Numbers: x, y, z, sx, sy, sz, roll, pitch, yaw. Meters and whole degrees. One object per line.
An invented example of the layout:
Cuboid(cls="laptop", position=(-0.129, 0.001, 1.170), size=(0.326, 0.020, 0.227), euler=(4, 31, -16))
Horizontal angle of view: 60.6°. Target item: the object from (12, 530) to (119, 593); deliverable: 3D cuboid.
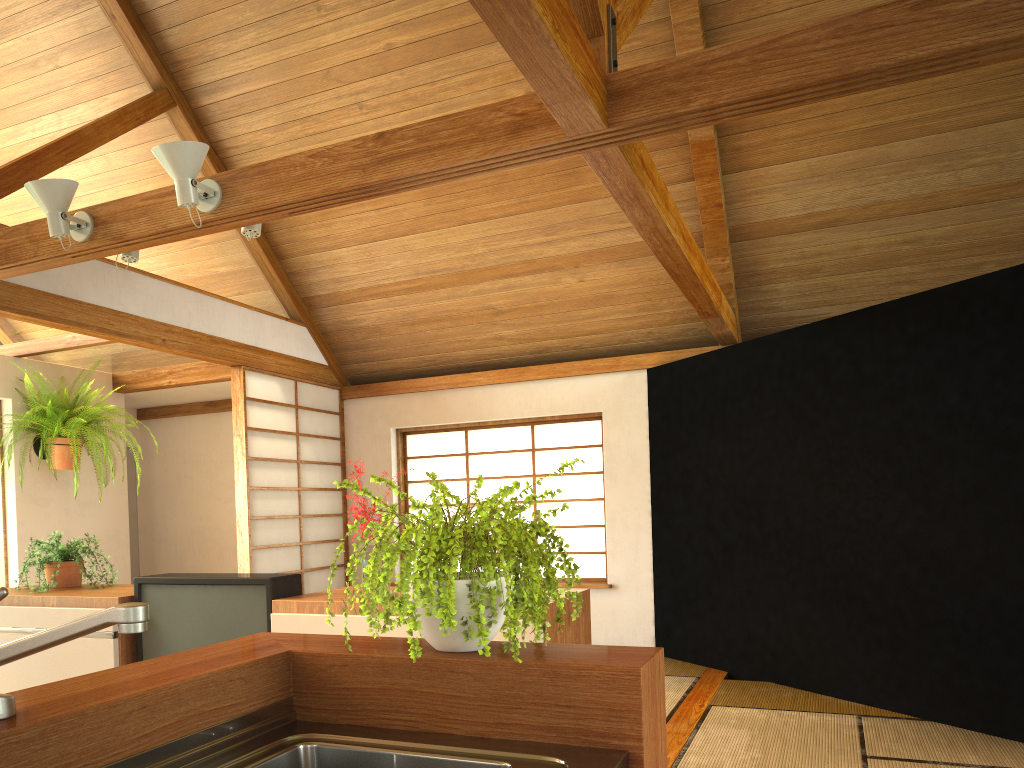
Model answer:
Cuboid(cls="object", position=(-2.042, 0.846, 3.951), size=(0.477, 0.375, 0.601), euler=(-1, -6, -17))

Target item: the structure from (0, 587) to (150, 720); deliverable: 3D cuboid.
Cuboid(cls="structure", position=(-0.601, 0.319, 0.960), size=(0.432, 0.175, 0.226), euler=(-8, -7, 40))

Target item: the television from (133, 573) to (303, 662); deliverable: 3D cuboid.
Cuboid(cls="television", position=(-1.066, 1.007, 3.431), size=(0.678, 0.538, 0.466), euler=(-4, -4, 23))

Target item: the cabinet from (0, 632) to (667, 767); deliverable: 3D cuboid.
Cuboid(cls="cabinet", position=(-0.576, 0.777, 0.472), size=(0.886, 0.874, 2.656), euler=(-3, -7, 20))

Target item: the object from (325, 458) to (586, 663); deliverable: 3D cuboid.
Cuboid(cls="object", position=(-0.094, 0.316, 1.579), size=(0.420, 0.350, 0.535), euler=(2, -7, -42))

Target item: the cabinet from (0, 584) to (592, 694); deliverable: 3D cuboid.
Cuboid(cls="cabinet", position=(-1.070, 1.178, 3.405), size=(2.806, 0.738, 0.527), euler=(-5, -4, 25))

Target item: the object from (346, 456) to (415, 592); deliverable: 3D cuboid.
Cuboid(cls="object", position=(-0.504, 0.510, 3.188), size=(0.241, 0.499, 0.222), euler=(-2, -1, 29))

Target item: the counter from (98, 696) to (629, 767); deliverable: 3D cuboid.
Cuboid(cls="counter", position=(-0.533, 0.487, 0.340), size=(0.651, 0.168, 2.466), euler=(-5, -8, 20))

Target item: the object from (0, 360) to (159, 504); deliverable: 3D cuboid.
Cuboid(cls="object", position=(-3.049, 0.354, 6.121), size=(1.101, 1.124, 1.232), euler=(-3, -4, 15))
